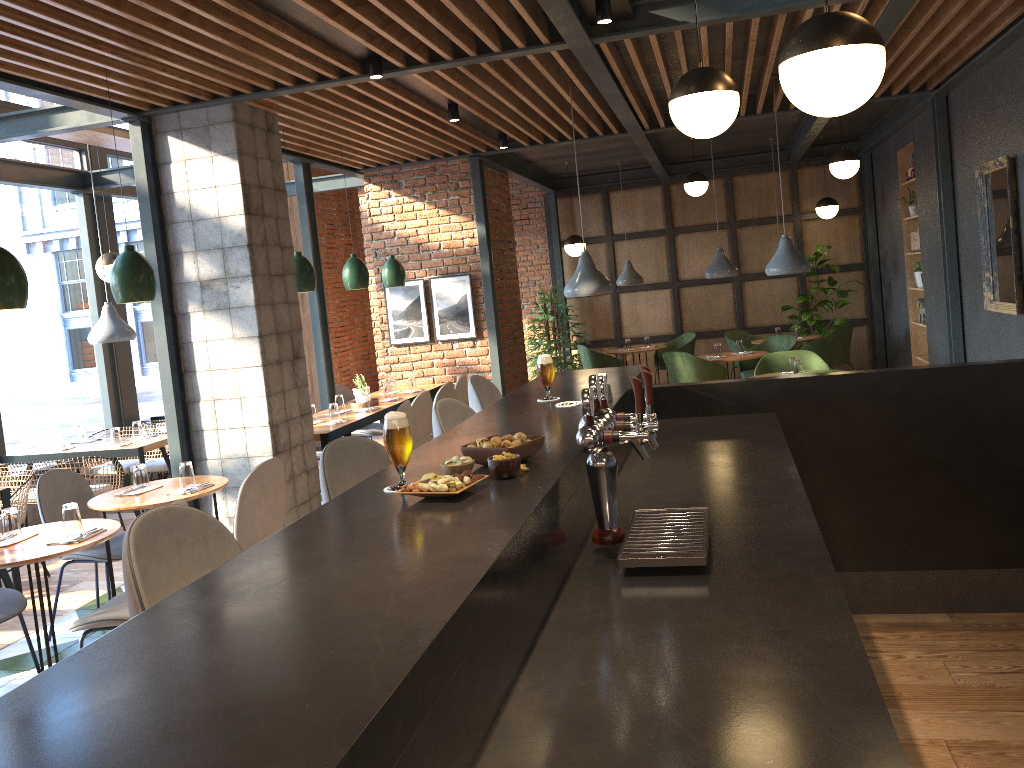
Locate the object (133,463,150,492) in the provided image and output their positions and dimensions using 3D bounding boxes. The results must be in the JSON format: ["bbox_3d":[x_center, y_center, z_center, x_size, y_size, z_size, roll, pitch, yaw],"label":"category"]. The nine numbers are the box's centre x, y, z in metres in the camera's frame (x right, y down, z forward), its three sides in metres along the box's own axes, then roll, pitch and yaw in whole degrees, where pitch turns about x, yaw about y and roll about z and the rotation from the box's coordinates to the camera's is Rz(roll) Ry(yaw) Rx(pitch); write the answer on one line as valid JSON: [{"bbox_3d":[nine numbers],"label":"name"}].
[{"bbox_3d":[-1.984,0.498,4.732,0.080,0.138,0.080,-6,4,-8],"label":"object"}]

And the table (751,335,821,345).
[{"bbox_3d":[3.347,-0.203,10.748,0.806,0.685,0.811,-5,5,14],"label":"table"}]

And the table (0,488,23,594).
[{"bbox_3d":[-3.788,1.083,5.375,1.270,0.704,0.661,-4,5,14],"label":"table"}]

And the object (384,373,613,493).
[{"bbox_3d":[0.047,0.096,2.750,0.322,0.106,1.517,-4,6,17],"label":"object"}]

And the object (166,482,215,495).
[{"bbox_3d":[-1.686,0.546,4.629,0.157,0.019,0.244,-4,6,19],"label":"object"}]

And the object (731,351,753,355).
[{"bbox_3d":[2.472,-0.334,9.476,0.158,0.019,0.243,-8,7,-21],"label":"object"}]

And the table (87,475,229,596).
[{"bbox_3d":[-1.833,0.936,4.724,0.698,0.745,0.703,-4,5,24],"label":"table"}]

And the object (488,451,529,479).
[{"bbox_3d":[-0.012,0.192,2.124,0.078,0.060,0.108,-4,6,22],"label":"object"}]

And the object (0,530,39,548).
[{"bbox_3d":[-2.202,0.677,3.887,0.157,0.019,0.244,-5,6,10],"label":"object"}]

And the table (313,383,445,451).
[{"bbox_3d":[-1.222,0.564,7.519,0.657,0.763,2.785,-5,6,14],"label":"table"}]

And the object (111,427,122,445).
[{"bbox_3d":[-3.127,0.412,6.989,0.080,0.138,0.080,-5,4,16],"label":"object"}]

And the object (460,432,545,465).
[{"bbox_3d":[-0.022,0.168,2.296,0.168,0.072,0.169,-2,7,34],"label":"object"}]

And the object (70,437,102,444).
[{"bbox_3d":[-3.572,0.474,7.447,0.242,0.019,0.158,-4,6,13],"label":"object"}]

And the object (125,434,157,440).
[{"bbox_3d":[-3.054,0.436,7.320,0.242,0.019,0.158,-4,6,16],"label":"object"}]

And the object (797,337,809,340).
[{"bbox_3d":[3.419,-0.546,10.566,0.243,0.019,0.157,-9,7,-31],"label":"object"}]

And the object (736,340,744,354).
[{"bbox_3d":[2.436,-0.397,9.483,0.080,0.138,0.080,-9,5,-39],"label":"object"}]

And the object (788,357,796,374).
[{"bbox_3d":[2.318,-0.152,7.315,0.080,0.138,0.080,-8,4,-24],"label":"object"}]

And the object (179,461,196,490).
[{"bbox_3d":[-1.708,0.479,4.653,0.080,0.138,0.080,-7,4,-18],"label":"object"}]

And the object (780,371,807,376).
[{"bbox_3d":[2.350,-0.091,7.337,0.242,0.019,0.158,-4,6,13],"label":"object"}]

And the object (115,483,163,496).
[{"bbox_3d":[-1.995,0.563,4.755,0.157,0.019,0.244,-4,6,19],"label":"object"}]

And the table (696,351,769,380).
[{"bbox_3d":[2.351,0.037,9.445,0.810,0.685,0.807,-9,6,-35],"label":"table"}]

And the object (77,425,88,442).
[{"bbox_3d":[-3.604,0.413,7.425,0.080,0.138,0.080,-5,4,16],"label":"object"}]

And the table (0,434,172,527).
[{"bbox_3d":[-3.351,0.840,7.228,1.270,0.704,0.661,-4,5,14],"label":"table"}]

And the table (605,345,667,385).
[{"bbox_3d":[1.643,-0.118,11.550,0.810,0.685,0.807,-9,6,-36],"label":"table"}]

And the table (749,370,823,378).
[{"bbox_3d":[2.335,0.282,7.186,0.809,0.685,0.808,-8,6,-27],"label":"table"}]

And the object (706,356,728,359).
[{"bbox_3d":[2.156,-0.290,9.370,0.158,0.019,0.243,-8,7,-21],"label":"object"}]

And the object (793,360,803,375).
[{"bbox_3d":[2.271,-0.117,7.032,0.080,0.138,0.080,-8,4,-24],"label":"object"}]

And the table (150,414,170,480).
[{"bbox_3d":[-2.911,0.595,9.093,1.270,0.704,0.661,-4,5,14],"label":"table"}]

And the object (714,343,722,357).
[{"bbox_3d":[2.176,-0.358,9.363,0.080,0.138,0.080,-9,5,-39],"label":"object"}]

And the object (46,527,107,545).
[{"bbox_3d":[-1.877,0.653,3.808,0.157,0.019,0.244,-5,6,10],"label":"object"}]

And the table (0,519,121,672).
[{"bbox_3d":[-2.037,1.049,3.859,0.702,0.745,0.699,-9,6,-34],"label":"table"}]

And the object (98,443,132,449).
[{"bbox_3d":[-3.137,0.481,6.973,0.242,0.019,0.158,-4,6,13],"label":"object"}]

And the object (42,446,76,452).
[{"bbox_3d":[-3.642,0.519,7.097,0.242,0.019,0.158,-4,6,16],"label":"object"}]

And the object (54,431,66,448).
[{"bbox_3d":[-3.635,0.450,7.114,0.080,0.138,0.080,-7,4,-11],"label":"object"}]

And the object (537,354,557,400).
[{"bbox_3d":[0.134,-0.029,3.458,0.070,0.177,0.070,-5,4,17],"label":"object"}]

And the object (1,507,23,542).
[{"bbox_3d":[-2.188,0.612,3.867,0.080,0.138,0.080,-4,4,23],"label":"object"}]

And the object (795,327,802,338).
[{"bbox_3d":[3.418,-0.615,10.593,0.080,0.138,0.080,-4,4,21],"label":"object"}]

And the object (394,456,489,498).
[{"bbox_3d":[-0.134,0.215,2.059,0.164,0.052,0.293,-3,6,22],"label":"object"}]

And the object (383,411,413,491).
[{"bbox_3d":[-0.268,0.155,2.103,0.070,0.182,0.070,-3,5,34],"label":"object"}]

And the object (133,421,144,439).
[{"bbox_3d":[-3.087,0.375,7.299,0.080,0.138,0.080,-7,4,-11],"label":"object"}]

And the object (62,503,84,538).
[{"bbox_3d":[-1.903,0.587,3.829,0.080,0.138,0.080,-9,5,-36],"label":"object"}]
